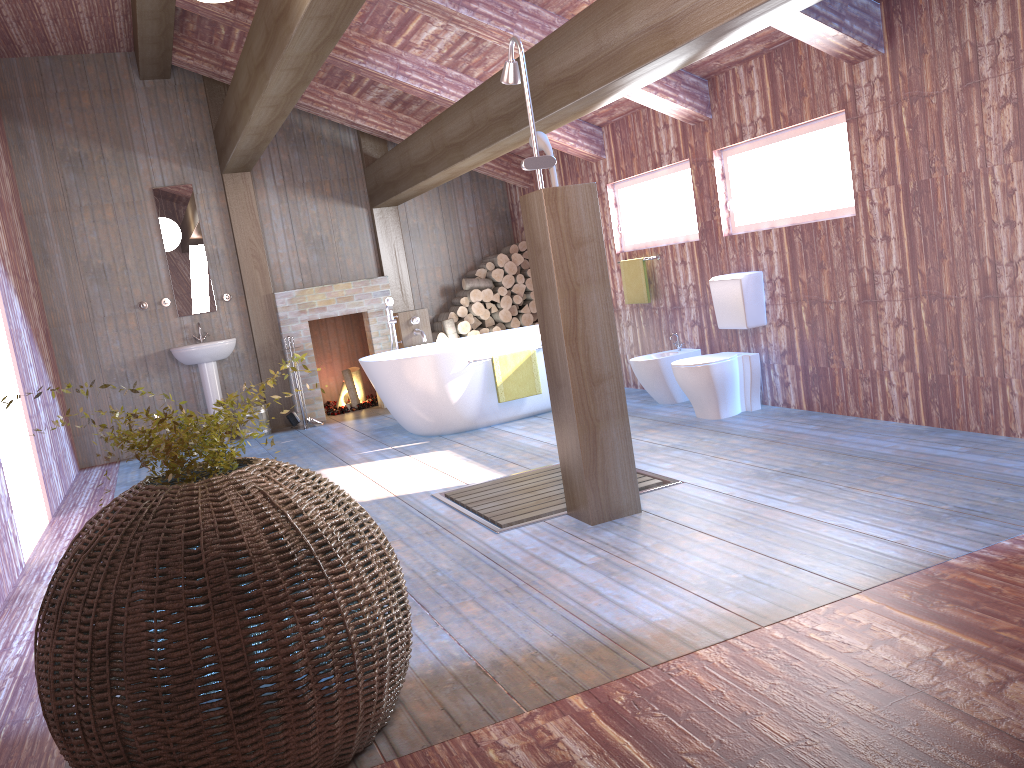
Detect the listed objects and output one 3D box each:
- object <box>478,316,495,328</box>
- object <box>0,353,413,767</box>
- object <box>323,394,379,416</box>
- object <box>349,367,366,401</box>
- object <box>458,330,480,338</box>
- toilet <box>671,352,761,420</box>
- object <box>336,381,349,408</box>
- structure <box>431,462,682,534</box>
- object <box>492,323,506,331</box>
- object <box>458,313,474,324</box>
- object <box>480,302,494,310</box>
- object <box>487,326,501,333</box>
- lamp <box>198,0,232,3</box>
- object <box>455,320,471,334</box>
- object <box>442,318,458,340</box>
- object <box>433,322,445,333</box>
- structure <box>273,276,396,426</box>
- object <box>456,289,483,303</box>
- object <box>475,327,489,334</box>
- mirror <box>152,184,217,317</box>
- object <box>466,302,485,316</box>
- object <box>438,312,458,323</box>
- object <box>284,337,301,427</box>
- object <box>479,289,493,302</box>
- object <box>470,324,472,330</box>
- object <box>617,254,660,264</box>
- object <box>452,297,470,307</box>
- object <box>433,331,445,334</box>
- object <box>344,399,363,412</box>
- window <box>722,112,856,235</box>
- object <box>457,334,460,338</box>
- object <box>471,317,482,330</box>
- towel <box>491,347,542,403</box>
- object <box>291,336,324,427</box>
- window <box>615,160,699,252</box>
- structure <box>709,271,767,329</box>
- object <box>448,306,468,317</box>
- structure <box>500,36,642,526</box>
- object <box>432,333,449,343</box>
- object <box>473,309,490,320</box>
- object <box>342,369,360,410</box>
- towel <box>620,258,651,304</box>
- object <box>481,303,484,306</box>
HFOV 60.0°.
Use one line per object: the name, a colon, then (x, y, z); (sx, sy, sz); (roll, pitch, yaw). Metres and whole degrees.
object: (-0.288, -0.651, 9.293); (0.104, 0.127, 0.321); (-12, 8, -21)
object: (-0.798, 0.467, 2.414); (0.972, 1.073, 0.970); (-15, 9, -41)
object: (-1.751, 0.216, 9.529); (0.829, 0.085, 0.935); (-15, 9, -39)
object: (-1.651, 0.043, 9.460); (0.140, 0.459, 0.266); (-9, 7, -4)
object: (-0.469, -0.493, 9.138); (0.139, 0.148, 0.458); (-12, 8, -21)
toilet: (1.339, 0.019, 5.903); (0.534, 0.400, 0.375); (-12, 8, -20)
object: (-1.769, 0.118, 9.348); (0.221, 0.306, 0.121); (-8, 7, 6)
structure: (0.199, 0.578, 4.666); (1.000, 0.067, 1.000); (-12, 8, -22)
object: (-0.178, -0.587, 9.342); (0.116, 0.118, 0.289); (-12, 8, -24)
object: (-0.493, -0.664, 9.111); (0.111, 0.113, 0.301); (-12, 8, -22)
object: (-0.276, -0.811, 9.180); (0.088, 0.092, 0.280); (-12, 8, -20)
object: (-0.241, -0.550, 9.210); (0.098, 0.100, 0.437); (-12, 8, -23)
lamp: (-1.219, -1.997, 3.376); (0.174, 1.001, 0.174); (-15, 9, -40)
object: (-0.560, -0.582, 9.078); (0.138, 0.147, 0.440); (-12, 8, -21)
object: (-0.608, -0.506, 8.877); (0.147, 0.298, 0.109); (-11, 8, -19)
object: (-0.716, -0.590, 9.131); (0.108, 0.113, 0.302); (-12, 8, -21)
structure: (-1.690, -0.333, 8.819); (1.130, 1.330, 0.226); (-12, 8, -22)
object: (-0.441, -0.904, 9.111); (0.135, 0.145, 0.439); (-12, 8, -21)
object: (-0.336, -0.528, 9.177); (0.114, 0.120, 0.303); (-12, 8, -20)
mirror: (-3.049, -1.244, 8.277); (0.350, 1.199, 0.009); (-12, 8, -21)
object: (-0.429, -0.767, 9.118); (0.141, 0.143, 0.437); (-12, 8, -23)
object: (-0.659, -0.678, 9.075); (0.114, 0.113, 0.301); (-12, 8, -24)
object: (-2.117, -0.011, 8.347); (0.136, 0.846, 0.062); (-15, 9, -40)
object: (-0.334, -0.912, 9.155); (0.138, 0.147, 0.440); (-12, 8, -21)
object: (-0.474, -0.585, 9.123); (0.064, 0.068, 0.174); (-12, 8, -22)
object: (1.003, -0.997, 7.149); (0.091, 0.043, 0.581); (-12, 8, -21)
object: (-0.523, -0.839, 9.086); (0.106, 0.112, 0.282); (-12, 8, -20)
object: (-0.740, -0.501, 9.124); (0.099, 0.093, 0.280); (-12, 8, -20)
object: (-1.650, 0.223, 9.234); (0.085, 0.084, 0.278); (-6, 8, 25)
window: (1.721, -1.278, 5.511); (0.054, 0.587, 1.255); (-12, 8, -20)
object: (-0.638, -0.479, 9.152); (0.121, 0.124, 0.291); (-12, 8, -20)
object: (-0.426, -0.637, 9.234); (0.128, 0.150, 0.323); (-12, 8, -21)
towel: (0.038, -0.068, 6.688); (0.370, 0.361, 0.032); (-12, 8, -25)
object: (-1.977, -0.025, 8.390); (0.206, 0.871, 0.126); (-6, 8, 21)
window: (1.154, -1.372, 6.947); (0.054, 0.587, 1.255); (-12, 8, -20)
structure: (1.511, -0.556, 5.931); (0.182, 0.363, 0.358); (-12, 8, -20)
object: (-0.553, -0.739, 9.063); (0.115, 0.123, 0.291); (-12, 8, -20)
structure: (0.253, -0.486, 4.033); (0.328, 2.209, 0.522); (-9, 7, -1)
object: (-0.784, -0.454, 9.004); (0.139, 0.137, 0.455); (-12, 8, -23)
object: (-0.329, -0.722, 9.160); (0.115, 0.123, 0.291); (-12, 8, -20)
object: (-1.665, 0.062, 9.208); (0.098, 0.434, 0.283); (-12, 8, -23)
towel: (0.994, -0.827, 7.162); (0.032, 0.361, 0.370); (-12, 8, -21)
object: (-0.341, -0.805, 9.137); (0.057, 0.061, 0.156); (-12, 8, -22)
